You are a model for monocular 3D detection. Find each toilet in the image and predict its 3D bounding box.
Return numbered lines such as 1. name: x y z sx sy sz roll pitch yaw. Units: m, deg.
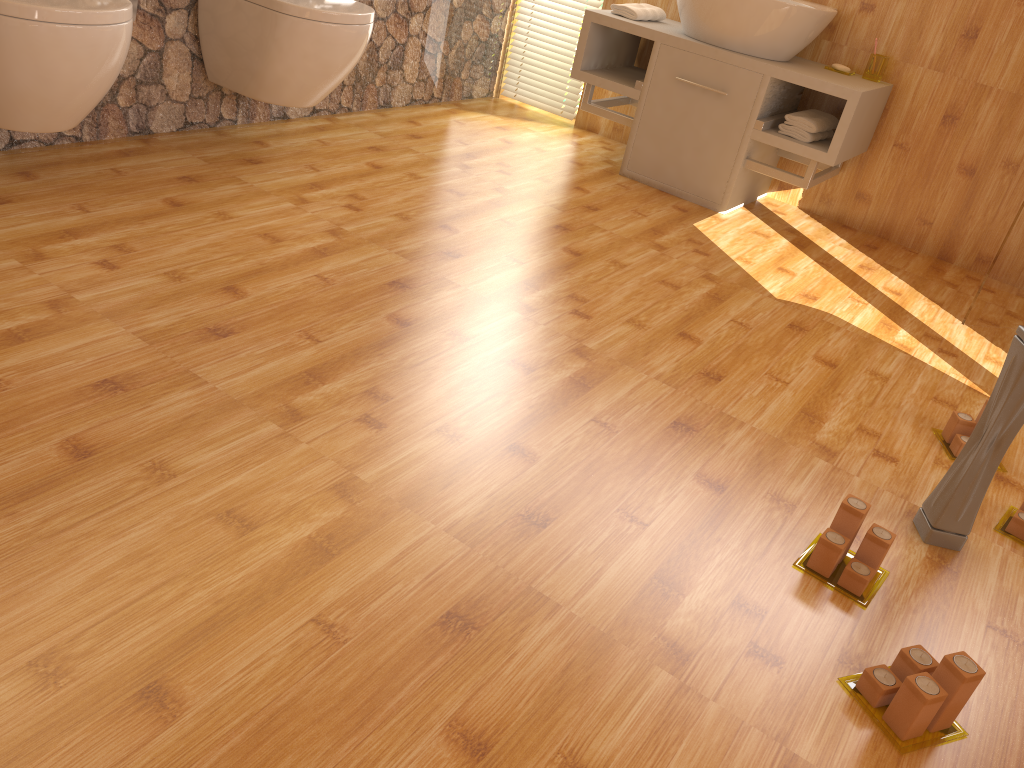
1. toilet: -0.709 -1.095 2.895 0.507 0.337 0.371 28 32 24
2. toilet: -1.195 -0.819 2.214 0.507 0.337 0.371 28 32 24

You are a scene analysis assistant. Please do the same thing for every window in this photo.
1. window: 1.857 -1.567 3.218 3.964 2.164 0.010 28 32 24

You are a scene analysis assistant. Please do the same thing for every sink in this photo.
1. sink: 0.922 -1.496 3.376 0.634 0.409 0.533 28 32 24

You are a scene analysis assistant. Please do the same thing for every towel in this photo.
1. towel: 0.518 -1.522 3.623 0.140 0.048 0.225 31 34 29
2. towel: 1.118 -0.966 3.372 0.140 0.048 0.225 31 34 29
3. towel: 1.137 -0.997 3.357 0.140 0.048 0.225 31 34 29

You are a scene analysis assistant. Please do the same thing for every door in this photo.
1. door: 2.125 -1.106 2.529 0.983 2.147 0.077 2 31 -19

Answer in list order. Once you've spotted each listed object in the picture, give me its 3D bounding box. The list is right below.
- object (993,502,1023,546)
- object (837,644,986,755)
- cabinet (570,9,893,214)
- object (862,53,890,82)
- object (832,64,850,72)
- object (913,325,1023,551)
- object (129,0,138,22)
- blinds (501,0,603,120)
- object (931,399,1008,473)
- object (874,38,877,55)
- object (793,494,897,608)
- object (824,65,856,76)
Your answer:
1. object: 1.121 0.266 1.846 0.141 0.131 0.141 33 35 31
2. object: 0.612 0.442 1.331 0.141 0.131 0.141 -2 33 -25
3. cabinet: 0.826 -1.083 3.621 1.136 0.570 0.517 28 32 24
4. object: 1.396 -1.214 3.405 0.060 0.093 0.060 28 32 24
5. object: 1.280 -1.229 3.450 0.075 0.023 0.050 -1 32 -23
6. object: 2.064 -0.515 1.758 2.276 1.921 0.347 3 31 -17
7. object: -1.113 -1.096 2.471 0.090 0.151 0.098 28 32 24
8. blinds: 0.345 -2.285 3.824 0.420 2.178 0.042 28 32 24
9. object: 1.122 0.106 2.125 0.141 0.131 0.141 13 29 0
10. object: 1.382 -1.248 3.383 0.063 0.132 0.012 -4 34 -29
11. object: 0.621 0.287 1.604 0.141 0.131 0.141 30 33 27
12. object: 1.277 -1.221 3.452 0.100 0.010 0.100 28 32 24
